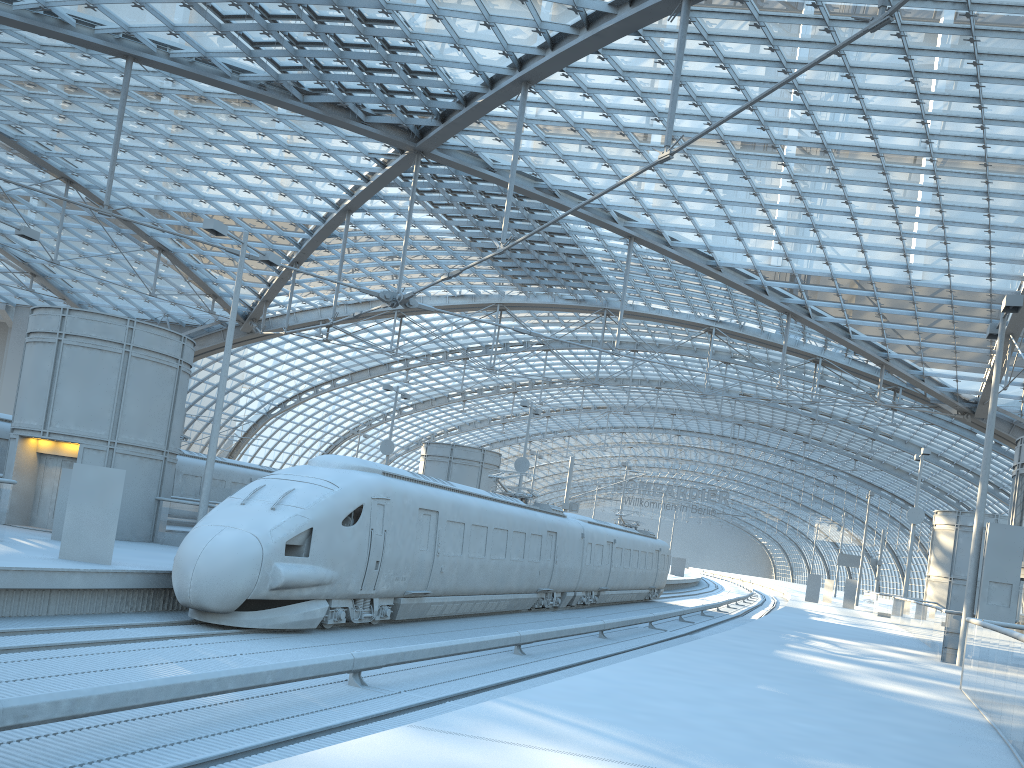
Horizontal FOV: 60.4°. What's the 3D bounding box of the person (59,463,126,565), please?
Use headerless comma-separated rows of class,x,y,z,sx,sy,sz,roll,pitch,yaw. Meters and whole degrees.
person,-7.200,2.262,15.118,0.877,1.697,0.001,8,-2,-6

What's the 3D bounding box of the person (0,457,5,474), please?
person,-15.132,3.131,26.523,0.829,1.724,0.001,8,-2,-6

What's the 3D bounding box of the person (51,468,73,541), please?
person,-9.500,2.663,19.031,0.710,1.604,0.001,8,-2,-1

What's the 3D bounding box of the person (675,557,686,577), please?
person,14.964,16.310,78.036,0.823,1.724,0.001,7,-3,20

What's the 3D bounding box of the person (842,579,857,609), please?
person,20.225,12.603,52.722,0.069,1.799,0.778,10,-4,-37

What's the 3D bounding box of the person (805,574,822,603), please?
person,18.854,12.789,54.884,0.001,1.790,0.895,10,-4,-44

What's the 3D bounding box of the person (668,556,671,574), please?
person,15.020,17.667,86.268,0.896,1.791,0.001,7,-2,15

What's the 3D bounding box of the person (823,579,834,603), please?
person,21.466,14.063,59.595,0.001,1.604,0.806,9,-4,-24

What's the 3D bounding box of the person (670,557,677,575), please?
person,15.255,16.973,81.700,0.871,1.697,0.001,7,-3,20
